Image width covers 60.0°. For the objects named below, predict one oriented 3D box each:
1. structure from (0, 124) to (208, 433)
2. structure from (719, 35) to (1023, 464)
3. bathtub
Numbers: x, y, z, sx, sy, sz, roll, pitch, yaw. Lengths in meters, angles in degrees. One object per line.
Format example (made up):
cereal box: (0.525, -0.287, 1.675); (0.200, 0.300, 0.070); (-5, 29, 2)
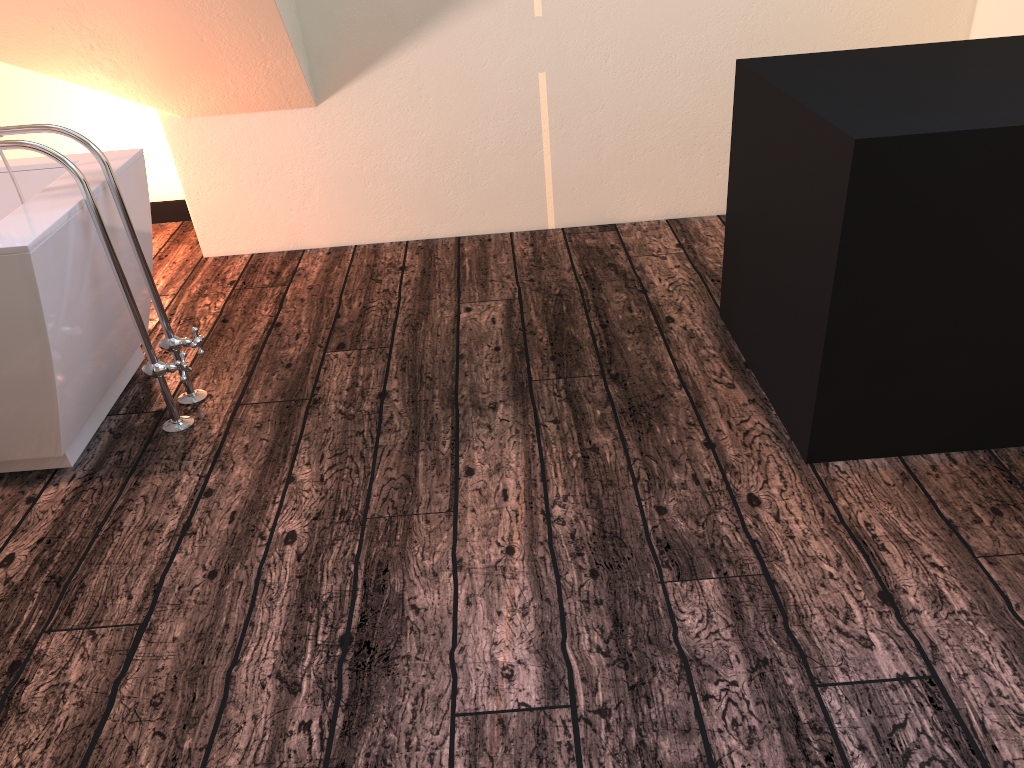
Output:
structure: (-1.164, -0.367, 2.242); (0.553, 1.141, 0.377); (3, 34, 12)
structure: (1.049, -0.406, 2.242); (0.800, 0.877, 0.853); (-5, 33, 0)
bathtub: (-2.100, -0.137, 2.374); (2.216, 0.707, 0.784); (-5, 33, 0)
